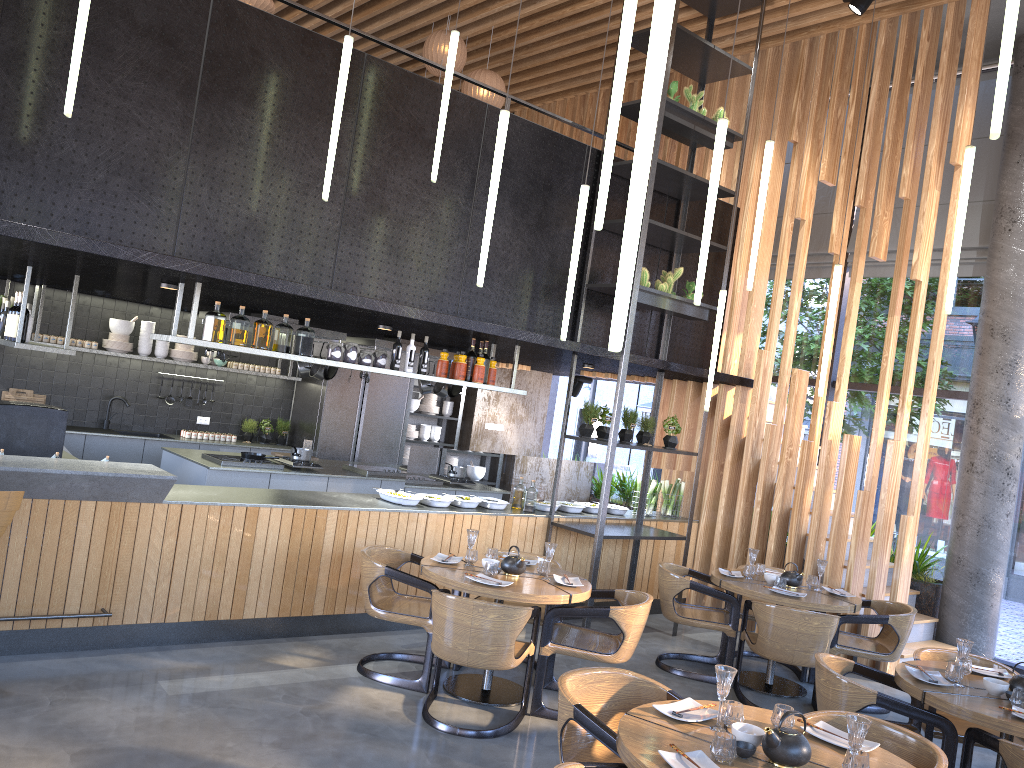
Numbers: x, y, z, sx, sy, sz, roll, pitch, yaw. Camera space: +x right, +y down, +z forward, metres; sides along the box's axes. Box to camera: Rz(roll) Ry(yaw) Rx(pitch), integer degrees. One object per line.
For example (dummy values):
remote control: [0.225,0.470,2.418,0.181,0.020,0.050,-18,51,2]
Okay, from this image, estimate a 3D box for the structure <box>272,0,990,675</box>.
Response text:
structure: [-1.389,-1.226,5.351,10.399,5.894,10.127,9,-1,-39]

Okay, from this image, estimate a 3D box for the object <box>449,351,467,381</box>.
object: [-0.440,-0.148,7.347,0.096,0.246,0.235,9,-1,-19]

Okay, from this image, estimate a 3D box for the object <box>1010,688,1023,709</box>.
object: [2.389,1.483,4.164,0.086,0.086,0.086,9,-1,-31]

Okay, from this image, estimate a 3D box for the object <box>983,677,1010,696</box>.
object: [2.381,1.496,4.369,0.116,0.065,0.116,8,-1,18]

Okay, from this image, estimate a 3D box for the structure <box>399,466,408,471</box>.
structure: [-0.949,0.933,9.538,0.317,0.060,0.502,9,-1,-39]

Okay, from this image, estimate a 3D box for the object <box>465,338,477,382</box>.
object: [-0.342,-0.202,7.371,0.105,0.380,0.105,8,-1,-9]

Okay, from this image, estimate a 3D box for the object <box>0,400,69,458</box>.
object: [-3.668,0.340,6.610,0.562,0.400,0.322,9,-1,-39]

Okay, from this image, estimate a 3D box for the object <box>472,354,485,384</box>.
object: [-0.267,-0.124,7.292,0.096,0.246,0.096,8,-1,6]

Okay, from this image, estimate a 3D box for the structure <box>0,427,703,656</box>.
structure: [-2.999,0.858,7.715,8.945,1.400,4.889,9,-1,-39]

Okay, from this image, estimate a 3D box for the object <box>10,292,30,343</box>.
object: [-3.646,-0.498,6.594,0.100,0.378,0.101,7,-1,44]

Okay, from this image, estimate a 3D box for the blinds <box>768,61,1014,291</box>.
blinds: [4.596,-2.181,4.470,8.760,2.314,17.610,8,-1,4]

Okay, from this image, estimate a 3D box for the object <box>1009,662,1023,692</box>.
object: [2.536,1.461,4.355,0.168,0.179,0.163,8,-1,16]

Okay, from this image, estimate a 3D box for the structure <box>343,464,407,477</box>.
structure: [-1.368,0.888,9.196,0.599,0.060,0.510,9,-1,-39]

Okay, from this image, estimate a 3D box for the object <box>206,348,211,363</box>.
object: [-2.777,-0.372,8.182,0.024,0.363,0.033,9,-1,-39]

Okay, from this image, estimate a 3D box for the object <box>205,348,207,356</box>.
object: [-2.824,-0.411,8.234,0.032,0.298,0.035,8,-1,2]

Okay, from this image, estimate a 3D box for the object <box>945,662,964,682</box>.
object: [2.256,1.470,4.521,0.086,0.086,0.086,8,-1,37]

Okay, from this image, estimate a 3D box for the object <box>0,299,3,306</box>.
object: [-4.811,-0.631,8.239,0.118,0.345,0.055,8,-1,-6]

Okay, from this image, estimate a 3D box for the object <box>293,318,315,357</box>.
object: [-1.481,-0.335,6.346,0.105,0.274,0.105,9,-1,-40]

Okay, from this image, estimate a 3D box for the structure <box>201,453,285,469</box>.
structure: [-2.502,0.706,8.253,0.599,0.060,0.510,9,-1,-39]

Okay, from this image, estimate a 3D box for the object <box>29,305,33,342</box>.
object: [-3.869,-0.487,7.079,0.073,0.305,0.072,8,-1,3]

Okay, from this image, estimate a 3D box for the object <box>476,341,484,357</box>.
object: [-0.282,-0.190,7.583,0.105,0.380,0.105,8,-1,11]

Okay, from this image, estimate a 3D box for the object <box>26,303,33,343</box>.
object: [-3.808,-0.480,6.957,0.072,0.305,0.073,8,-1,38]

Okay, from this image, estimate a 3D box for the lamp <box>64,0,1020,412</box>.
lamp: [-1.485,-5.430,5.428,8.975,10.231,8.774,9,-1,-41]

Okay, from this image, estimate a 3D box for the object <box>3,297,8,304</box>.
object: [-4.727,-0.628,8.255,0.047,0.365,0.105,8,-1,-3]

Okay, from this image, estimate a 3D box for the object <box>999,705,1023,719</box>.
object: [2.362,1.507,4.002,0.294,0.025,0.170,8,-1,31]

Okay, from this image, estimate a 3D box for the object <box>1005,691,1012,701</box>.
object: [2.415,1.511,4.265,0.080,0.042,0.080,8,-1,36]

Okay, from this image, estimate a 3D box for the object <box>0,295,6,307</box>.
object: [-4.813,-0.647,8.294,0.113,0.381,0.056,8,-1,-8]

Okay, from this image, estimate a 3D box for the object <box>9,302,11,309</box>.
object: [-4.102,-0.518,7.192,0.073,0.305,0.072,9,-1,-31]

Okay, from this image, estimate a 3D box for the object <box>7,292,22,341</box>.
object: [-3.728,-0.508,6.694,0.100,0.378,0.101,7,-1,44]

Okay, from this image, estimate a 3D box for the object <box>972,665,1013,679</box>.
object: [2.538,1.547,4.786,0.294,0.025,0.170,8,-1,9]

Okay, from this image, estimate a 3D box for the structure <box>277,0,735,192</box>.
structure: [-1.102,-0.402,5.533,11.718,4.117,9.054,9,-1,-40]

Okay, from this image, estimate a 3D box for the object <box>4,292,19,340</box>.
object: [-3.808,-0.518,6.792,0.100,0.378,0.101,7,-1,44]

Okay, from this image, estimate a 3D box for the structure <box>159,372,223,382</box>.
structure: [-3.654,-0.078,10.110,0.743,0.018,0.074,9,-1,-39]

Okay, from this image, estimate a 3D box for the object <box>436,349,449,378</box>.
object: [-0.568,-0.168,7.312,0.096,0.246,0.096,8,-1,6]

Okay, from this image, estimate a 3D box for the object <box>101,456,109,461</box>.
object: [-2.594,0.553,5.621,0.100,0.203,0.040,8,-1,22]

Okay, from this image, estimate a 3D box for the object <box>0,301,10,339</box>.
object: [-4.042,-0.511,7.070,0.073,0.305,0.072,8,-1,4]

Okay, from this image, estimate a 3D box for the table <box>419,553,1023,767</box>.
table: [0.864,1.551,2.677,10.659,0.968,6.876,9,-1,-39]

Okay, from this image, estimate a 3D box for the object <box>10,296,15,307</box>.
object: [-4.767,-0.641,8.415,0.084,0.386,0.046,8,-1,32]

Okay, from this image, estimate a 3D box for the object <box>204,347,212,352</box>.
object: [-2.832,-0.431,8.321,0.074,0.256,0.074,8,-1,6]

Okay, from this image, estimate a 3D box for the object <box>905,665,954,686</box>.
object: [2.103,1.478,4.496,0.170,0.025,0.294,8,-1,9]

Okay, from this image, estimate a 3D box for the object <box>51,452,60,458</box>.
object: [-2.806,0.519,5.418,0.048,0.203,0.096,8,-1,5]

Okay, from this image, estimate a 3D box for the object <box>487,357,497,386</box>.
object: [-0.177,-0.107,7.536,0.096,0.246,0.096,8,-1,6]

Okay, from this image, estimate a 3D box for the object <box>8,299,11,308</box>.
object: [-4.748,-0.621,8.322,0.057,0.347,0.093,9,-1,-43]

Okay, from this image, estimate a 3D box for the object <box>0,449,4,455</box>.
object: [-3.021,0.484,5.230,0.038,0.203,0.057,9,-1,-14]

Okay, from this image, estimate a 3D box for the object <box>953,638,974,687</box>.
object: [2.253,1.396,4.438,0.082,0.227,0.082,9,-1,-19]

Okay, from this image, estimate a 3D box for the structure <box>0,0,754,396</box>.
structure: [-1.118,-1.061,8.933,8.600,2.382,4.958,9,-1,-39]

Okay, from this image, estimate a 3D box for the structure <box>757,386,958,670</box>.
structure: [2.961,1.237,8.627,1.000,2.400,2.530,9,-1,-39]

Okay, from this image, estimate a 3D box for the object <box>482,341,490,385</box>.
object: [-0.235,-0.185,7.422,0.105,0.380,0.105,8,-1,26]

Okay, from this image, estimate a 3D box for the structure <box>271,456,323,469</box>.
structure: [-2.084,0.751,8.595,0.317,0.060,0.502,9,-1,-39]

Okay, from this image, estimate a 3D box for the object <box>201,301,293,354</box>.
object: [-1.795,-0.385,6.099,0.630,0.274,0.139,9,-1,-41]

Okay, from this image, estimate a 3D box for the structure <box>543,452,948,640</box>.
structure: [2.269,1.485,5.713,4.306,1.608,15.715,8,-1,-1]

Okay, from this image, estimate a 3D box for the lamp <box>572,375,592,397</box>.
lamp: [0.861,-0.006,11.514,0.270,0.367,0.302,9,-1,-34]
